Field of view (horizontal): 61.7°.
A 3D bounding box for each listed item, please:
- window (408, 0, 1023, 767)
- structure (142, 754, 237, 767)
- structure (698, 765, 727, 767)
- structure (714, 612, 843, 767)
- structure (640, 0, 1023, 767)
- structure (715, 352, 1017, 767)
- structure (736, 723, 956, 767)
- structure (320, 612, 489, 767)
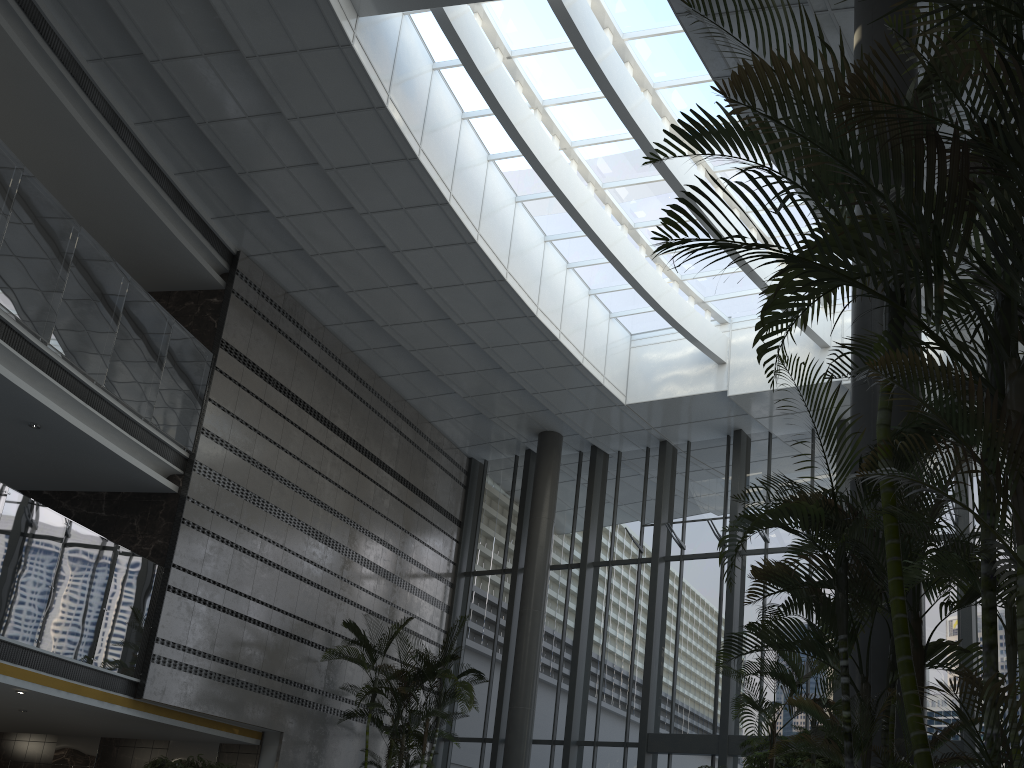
[{"bbox_3d":[-0.503,0.422,8.165,13.703,9.241,20.212,-15,-33,38],"label":"window"},{"bbox_3d":[-4.121,5.617,10.742,2.136,1.818,1.692,19,-25,-28],"label":"structure"},{"bbox_3d":[1.906,4.963,8.773,2.200,2.142,2.588,0,-24,15],"label":"structure"},{"bbox_3d":[2.277,3.417,6.919,1.393,3.187,1.339,2,-18,14],"label":"structure"},{"bbox_3d":[1.493,0.332,2.514,2.412,4.288,2.779,3,-20,11],"label":"structure"},{"bbox_3d":[1.785,1.711,4.118,1.628,3.434,2.249,2,-20,14],"label":"structure"},{"bbox_3d":[3.616,5.338,9.757,3.797,2.721,3.448,-15,-31,38],"label":"structure"},{"bbox_3d":[-1.721,5.568,12.746,2.512,4.289,2.667,-7,-23,34],"label":"structure"}]
